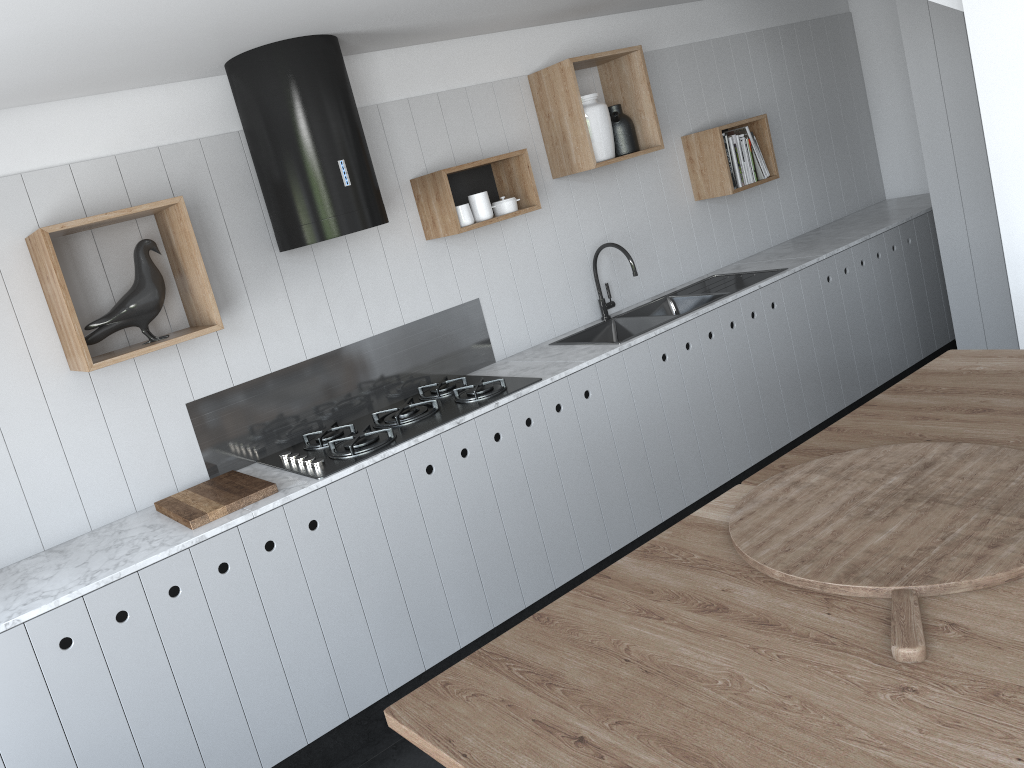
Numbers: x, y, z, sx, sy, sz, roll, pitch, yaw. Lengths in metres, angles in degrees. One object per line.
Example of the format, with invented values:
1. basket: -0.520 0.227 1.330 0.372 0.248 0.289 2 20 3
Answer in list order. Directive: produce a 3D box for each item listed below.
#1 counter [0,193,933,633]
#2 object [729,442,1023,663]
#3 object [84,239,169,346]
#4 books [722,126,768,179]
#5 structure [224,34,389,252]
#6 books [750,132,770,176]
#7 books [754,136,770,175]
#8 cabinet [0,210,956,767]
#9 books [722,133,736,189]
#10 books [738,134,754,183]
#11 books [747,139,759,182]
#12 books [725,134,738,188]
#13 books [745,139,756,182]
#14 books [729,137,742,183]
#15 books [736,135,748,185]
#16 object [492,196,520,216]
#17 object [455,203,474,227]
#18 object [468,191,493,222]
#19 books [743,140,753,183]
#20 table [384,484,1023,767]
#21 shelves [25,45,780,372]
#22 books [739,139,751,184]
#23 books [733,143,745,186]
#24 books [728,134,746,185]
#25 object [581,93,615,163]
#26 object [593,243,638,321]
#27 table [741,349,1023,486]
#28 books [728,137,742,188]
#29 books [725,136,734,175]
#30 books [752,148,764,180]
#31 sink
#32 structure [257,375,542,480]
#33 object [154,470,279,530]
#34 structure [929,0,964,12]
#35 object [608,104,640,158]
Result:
1. counter: 0.265 -0.151 3.806 6.026 0.020 0.596 -24 15 -33
2. object: 0.712 0.233 1.566 0.592 0.023 0.690 -18 13 -12
3. object: -1.282 -0.283 2.904 0.329 0.331 0.143 -22 12 -32
4. books: 1.225 -1.206 4.653 0.096 0.287 0.161 -21 12 -34
5. structure: -0.761 -0.951 3.187 0.418 0.860 0.415 -13 10 12
6. books: 1.251 -1.199 4.660 0.075 0.246 0.146 -21 12 -34
7. books: 1.262 -1.194 4.672 0.068 0.219 0.147 -21 12 -34
8. cabinet: 0.535 0.222 3.632 6.022 0.739 0.010 -24 12 -33
9. books: 1.038 -1.129 4.554 0.021 0.282 0.212 -21 12 -34
10. books: 1.175 -1.165 4.617 0.010 0.251 0.146 -21 12 -34
11. books: 1.204 -1.158 4.623 0.014 0.221 0.146 -21 12 -34
12. books: 1.051 -1.138 4.584 0.010 0.278 0.233 -21 12 -34
13. books: 1.192 -1.155 4.619 0.011 0.226 0.147 -21 12 -34
14. books: 1.096 -1.134 4.571 0.014 0.254 0.167 -21 12 -34
15. books: 1.137 -1.153 4.605 0.014 0.254 0.167 -21 12 -34
16. object: -0.031 -0.759 3.746 0.111 0.072 0.127 -7 14 34
17. object: -0.201 -0.682 3.592 0.084 0.087 0.084 -15 11 2
18. object: -0.128 -0.729 3.643 0.085 0.114 0.088 -22 13 -34
19. books: 1.174 -1.148 4.609 0.011 0.224 0.147 -21 12 -34
20. table: 0.856 0.755 0.891 0.921 0.741 2.099 -23 14 -33
21. shelves: -0.093 -0.876 3.738 3.519 0.789 0.308 -24 13 -33
22. books: 1.158 -1.148 4.607 0.015 0.232 0.153 -21 12 -34
23. books: 1.117 -1.122 4.577 0.018 0.217 0.157 -21 12 -34
24. books: 1.120 -1.150 4.595 0.025 0.261 0.165 -21 12 -34
25. object: 0.345 -1.158 4.044 0.233 0.298 0.226 -9 12 28
26. object: 0.498 -0.480 4.109 0.089 0.370 0.297 -21 12 -34
27. table: 1.564 0.444 1.394 0.921 0.741 2.099 -23 14 -33
28. books: 1.091 -1.129 4.555 0.014 0.254 0.167 -21 12 -34
29. books: 1.047 -1.134 4.571 0.013 0.279 0.225 -21 12 -34
30. books: 1.230 -1.169 4.656 0.068 0.219 0.147 -21 12 -34
31. sink: 0.765 -0.289 4.122 1.158 0.164 0.465 -24 15 -33
32. structure: -0.422 0.115 3.325 0.967 0.047 0.570 -24 15 -33
33. object: -0.981 0.374 2.912 0.286 0.030 0.411 -24 15 -33
34. structure: 2.740 -1.011 2.866 1.039 2.603 3.704 -22 13 -34
35. object: 0.507 -1.197 4.171 0.156 0.234 0.157 -23 13 -36
